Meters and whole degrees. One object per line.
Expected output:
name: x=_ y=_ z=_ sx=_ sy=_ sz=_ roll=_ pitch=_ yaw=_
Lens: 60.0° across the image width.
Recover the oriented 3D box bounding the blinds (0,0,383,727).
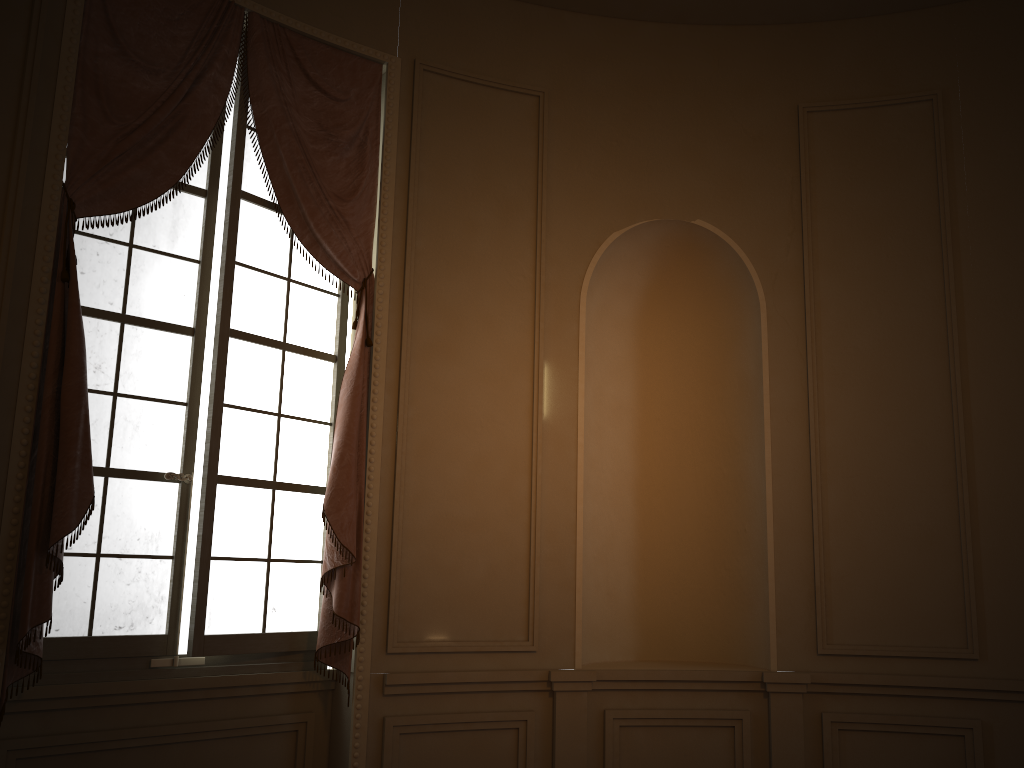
blinds: x=-1.123 y=-0.195 z=3.563 sx=1.368 sy=2.956 sz=0.280 roll=10 pitch=-14 yaw=-40

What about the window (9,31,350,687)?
window: x=-1.272 y=-0.227 z=3.738 sx=1.344 sy=2.817 sz=0.150 roll=10 pitch=-13 yaw=-39
